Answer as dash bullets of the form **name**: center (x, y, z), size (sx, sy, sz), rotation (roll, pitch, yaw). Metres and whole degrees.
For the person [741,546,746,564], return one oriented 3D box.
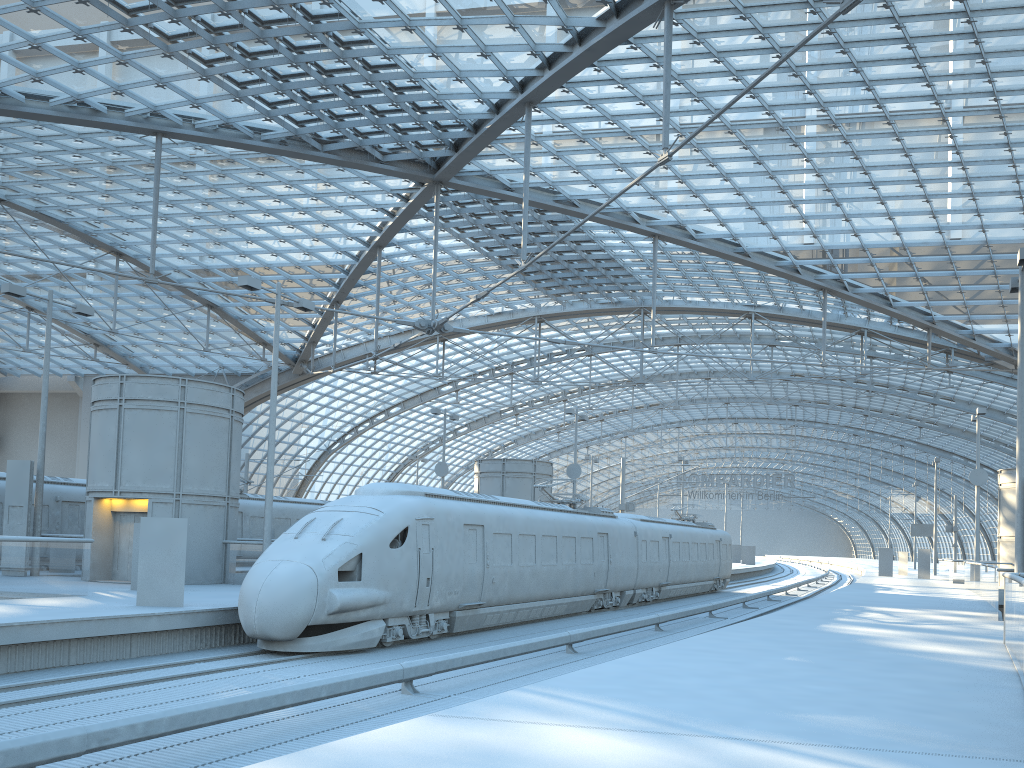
- **person**: center (21.613, 15.778, 80.971), size (0.875, 1.696, 0.001), rotation (0, -3, 25)

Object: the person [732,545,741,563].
- **person**: center (21.750, 16.534, 85.542), size (0.900, 1.789, 0.001), rotation (0, -3, 20)

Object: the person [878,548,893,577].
- **person**: center (22.999, 10.969, 53.971), size (0.001, 1.789, 0.903), rotation (4, -5, -40)

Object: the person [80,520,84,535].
- **person**: center (-13.557, 5.268, 28.428), size (0.827, 1.723, 0.001), rotation (2, -3, -1)

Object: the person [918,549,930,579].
- **person**: center (24.198, 10.600, 51.707), size (0.068, 1.798, 0.785), rotation (4, -4, -33)

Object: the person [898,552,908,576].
- **person**: center (26.028, 11.955, 58.454), size (0.001, 1.603, 0.812), rotation (3, -4, -20)

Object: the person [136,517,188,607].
- **person**: center (-6.526, 3.351, 16.434), size (0.875, 1.696, 0.001), rotation (2, -3, -1)

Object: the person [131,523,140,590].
- **person**: center (-8.509, 4.060, 20.515), size (0.710, 1.603, 0.001), rotation (2, -3, 4)

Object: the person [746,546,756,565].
- **person**: center (21.017, 15.126, 77.344), size (0.827, 1.722, 0.001), rotation (0, -3, 25)
